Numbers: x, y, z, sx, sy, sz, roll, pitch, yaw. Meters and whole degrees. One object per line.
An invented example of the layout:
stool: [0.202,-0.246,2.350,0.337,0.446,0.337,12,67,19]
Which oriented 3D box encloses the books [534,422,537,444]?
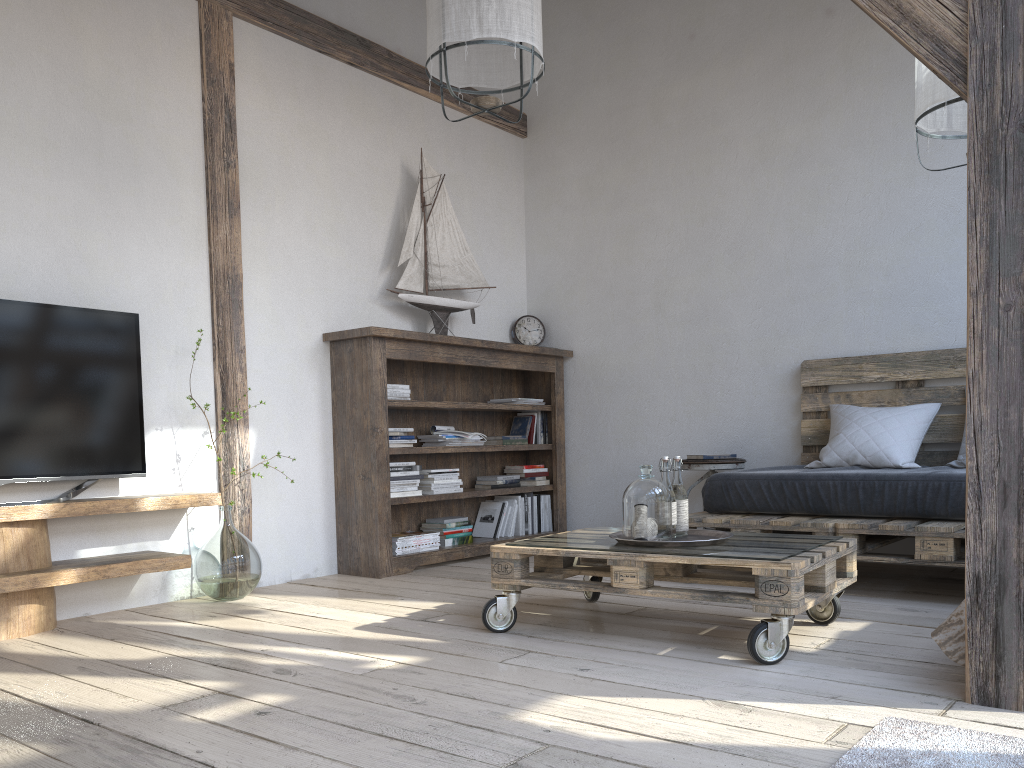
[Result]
books: [0.101,0.280,5.312,0.117,0.173,0.018,-1,3,38]

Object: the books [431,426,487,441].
books: [-0.285,0.267,4.738,0.221,0.088,0.261,-2,-3,18]

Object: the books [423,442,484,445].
books: [-0.312,0.320,4.718,0.205,0.009,0.257,-5,-5,43]

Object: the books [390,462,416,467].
books: [-0.594,0.399,4.378,0.140,0.018,0.184,-4,-5,38]

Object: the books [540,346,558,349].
books: [0.135,-0.201,5.361,0.236,0.025,0.178,-4,-5,38]

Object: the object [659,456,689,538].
object: [0.530,0.374,2.920,0.071,0.269,0.153,1,2,39]

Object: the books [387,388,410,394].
books: [-0.638,0.039,4.372,0.158,0.021,0.218,-4,-5,38]

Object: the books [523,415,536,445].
books: [0.071,0.275,5.263,0.139,0.176,0.059,-1,2,37]

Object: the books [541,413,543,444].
books: [0.130,0.274,5.342,0.139,0.186,0.020,-1,3,38]

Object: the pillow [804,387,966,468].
pillow: [1.881,0.186,3.849,1.131,0.356,0.350,-4,-2,38]

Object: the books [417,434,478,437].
books: [-0.345,0.277,4.714,0.257,0.009,0.205,2,-5,-40]

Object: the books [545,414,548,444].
books: [0.160,0.276,5.380,0.139,0.186,0.020,-1,3,38]

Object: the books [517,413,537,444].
books: [0.083,0.268,5.285,0.139,0.192,0.050,-1,2,38]

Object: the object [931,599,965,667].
object: [1.615,0.450,2.064,1.008,0.475,0.811,0,-2,-22]

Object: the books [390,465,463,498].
books: [-0.508,0.493,4.529,0.206,0.152,0.548,-2,-3,38]

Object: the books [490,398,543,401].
books: [0.029,0.096,5.192,0.205,0.009,0.258,-4,-5,35]

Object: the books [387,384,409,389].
books: [-0.644,0.017,4.375,0.158,0.021,0.218,-4,-5,38]

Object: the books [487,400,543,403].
books: [0.019,0.104,5.185,0.257,0.009,0.205,3,-6,-45]

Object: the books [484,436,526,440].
books: [-0.041,0.313,5.114,0.150,0.021,0.204,-5,-5,42]

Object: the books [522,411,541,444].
books: [0.118,0.266,5.325,0.135,0.202,0.021,-1,3,38]

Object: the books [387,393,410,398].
books: [-0.622,0.059,4.364,0.140,0.018,0.184,-4,-5,38]

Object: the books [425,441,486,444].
books: [-0.302,0.312,4.727,0.205,0.009,0.258,-5,-5,40]

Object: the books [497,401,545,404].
books: [0.046,0.114,5.208,0.205,0.009,0.258,-4,-5,30]

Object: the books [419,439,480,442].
books: [-0.334,0.303,4.710,0.257,0.009,0.205,1,-5,-35]

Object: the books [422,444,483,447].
books: [-0.317,0.328,4.711,0.257,0.009,0.205,2,-5,-43]

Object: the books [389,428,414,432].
books: [-0.608,0.232,4.409,0.140,0.018,0.184,-4,-5,38]

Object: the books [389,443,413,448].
books: [-0.606,0.309,4.413,0.139,0.020,0.184,-4,-5,33]

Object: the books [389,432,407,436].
books: [-0.609,0.251,4.404,0.132,0.021,0.199,-2,-4,4]

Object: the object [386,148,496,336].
object: [-0.364,-0.721,4.675,0.140,0.996,0.787,2,2,43]

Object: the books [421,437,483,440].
books: [-0.322,0.294,4.715,0.257,0.009,0.205,3,-6,-45]

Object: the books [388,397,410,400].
books: [-0.636,0.077,4.377,0.157,0.017,0.219,-4,-5,33]

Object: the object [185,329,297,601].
object: [-1.142,0.343,3.751,0.275,1.124,0.513,0,2,25]

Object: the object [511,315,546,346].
object: [0.101,-0.315,5.377,0.204,0.210,0.082,-1,2,-15]

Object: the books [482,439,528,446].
books: [-0.039,0.340,5.125,0.162,0.030,0.218,-5,-5,41]

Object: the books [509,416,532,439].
books: [0.048,0.276,5.239,0.131,0.173,0.081,-1,2,39]

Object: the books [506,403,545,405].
books: [0.038,0.122,5.197,0.205,0.009,0.258,-4,-5,33]

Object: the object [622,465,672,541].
object: [0.428,0.379,2.792,0.156,0.248,0.155,-1,1,7]

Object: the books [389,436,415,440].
books: [-0.614,0.271,4.402,0.208,0.020,0.146,1,-5,-36]

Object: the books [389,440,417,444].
books: [-0.609,0.290,4.408,0.157,0.017,0.219,-4,-5,38]

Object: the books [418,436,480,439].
books: [-0.338,0.286,4.715,0.257,0.009,0.205,3,-6,-45]

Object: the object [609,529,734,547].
object: [0.511,0.495,2.832,0.394,0.022,0.395,1,-5,-32]

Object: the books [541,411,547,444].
books: [0.149,0.267,5.352,0.136,0.201,0.021,-1,3,38]
